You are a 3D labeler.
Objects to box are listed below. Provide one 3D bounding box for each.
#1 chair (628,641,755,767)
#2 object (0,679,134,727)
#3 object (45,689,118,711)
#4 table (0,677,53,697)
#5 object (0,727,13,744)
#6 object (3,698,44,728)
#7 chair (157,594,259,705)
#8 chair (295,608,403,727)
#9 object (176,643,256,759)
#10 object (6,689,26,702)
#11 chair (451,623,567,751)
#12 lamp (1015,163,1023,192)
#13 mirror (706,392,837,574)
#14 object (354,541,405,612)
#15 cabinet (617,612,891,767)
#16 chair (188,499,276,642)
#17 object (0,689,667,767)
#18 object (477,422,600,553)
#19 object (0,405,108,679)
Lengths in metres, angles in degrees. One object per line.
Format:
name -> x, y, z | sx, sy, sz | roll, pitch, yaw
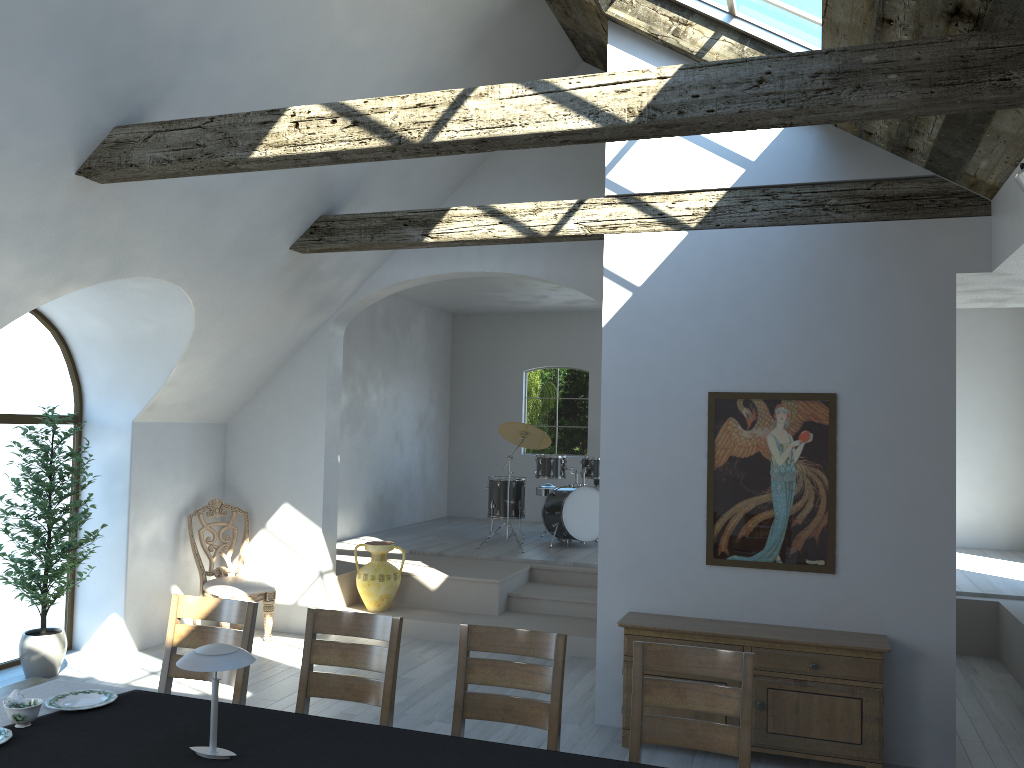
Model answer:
chair -> 0.614, 1.517, 3.208 | 0.514, 1.006, 0.605 | 0, -3, 19
object -> -0.711, 1.268, 2.830 | 2.872, 0.077, 1.050 | 0, -3, 19
object -> -1.659, 1.223, 3.419 | 0.250, 0.017, 0.253 | 0, -3, 19
table -> -0.737, 1.601, 2.817 | 3.078, 0.737, 0.939 | 0, -3, 19
object -> -1.818, 1.199, 2.973 | 0.250, 0.017, 0.253 | 0, -3, 19
object -> -1.745, 1.177, 3.162 | 0.130, 0.081, 0.124 | 3, -3, -28
chair -> -1.501, 1.500, 3.932 | 0.514, 1.006, 0.605 | 0, -3, 19
chair -> -0.796, 1.506, 3.691 | 0.514, 1.006, 0.605 | 0, -3, 19
object -> -0.981, 1.043, 2.927 | 0.251, 0.362, 0.251 | -1, -4, 42
object -> -1.832, 1.175, 3.275 | 0.064, 0.092, 0.064 | -1, -3, 37
chair -> -0.091, 1.511, 3.449 | 0.514, 1.006, 0.605 | 0, -3, 19
lamp -> 2.025, -0.713, 3.291 | 0.265, 0.386, 0.235 | -1, -3, 41
mirror -> 1.534, 0.574, 5.272 | 0.736, 1.047, 0.009 | 0, -3, 19
object -> -1.204, 1.738, 8.002 | 0.402, 0.605, 0.396 | 3, -3, -24
cabinet -> 1.358, 1.766, 5.086 | 1.481, 0.714, 0.383 | 0, -3, 19
chair -> -2.364, 1.572, 7.479 | 0.655, 1.159, 0.552 | -1, -4, 44
object -> -0.708, 1.341, 2.828 | 2.456, 0.227, 1.073 | 0, -3, 19
object -> 0.560, 1.151, 10.412 | 2.354, 1.383, 1.465 | 3, -3, -27
object -> -3.301, 1.109, 6.325 | 0.718, 1.920, 0.737 | -1, -3, 38
